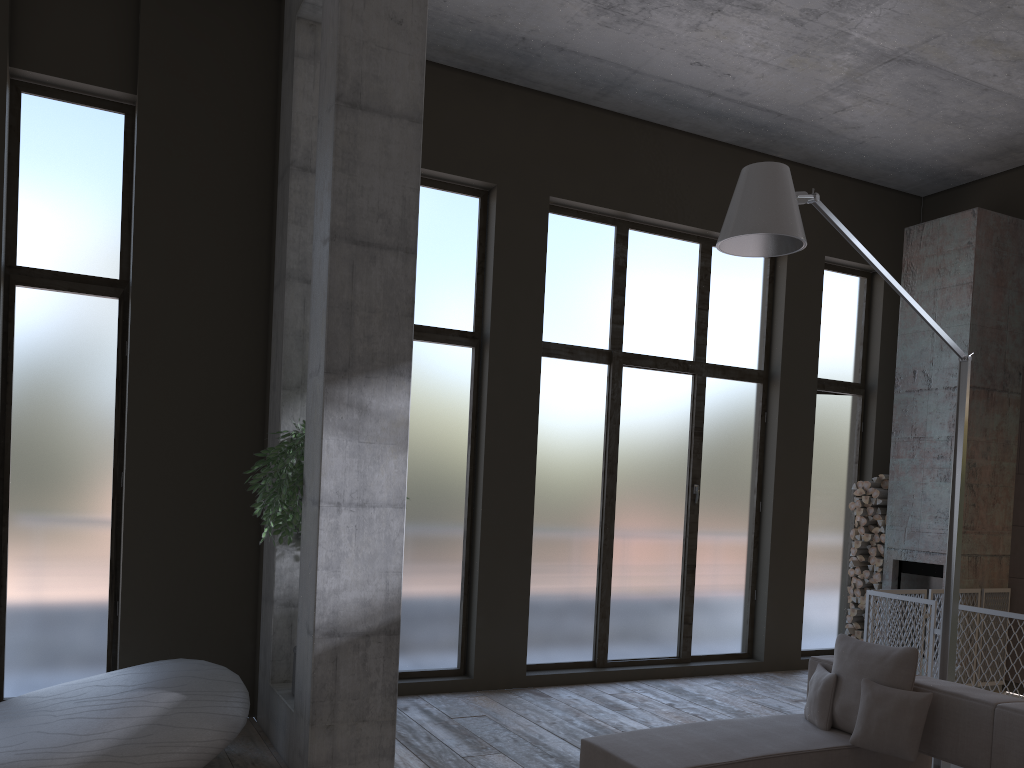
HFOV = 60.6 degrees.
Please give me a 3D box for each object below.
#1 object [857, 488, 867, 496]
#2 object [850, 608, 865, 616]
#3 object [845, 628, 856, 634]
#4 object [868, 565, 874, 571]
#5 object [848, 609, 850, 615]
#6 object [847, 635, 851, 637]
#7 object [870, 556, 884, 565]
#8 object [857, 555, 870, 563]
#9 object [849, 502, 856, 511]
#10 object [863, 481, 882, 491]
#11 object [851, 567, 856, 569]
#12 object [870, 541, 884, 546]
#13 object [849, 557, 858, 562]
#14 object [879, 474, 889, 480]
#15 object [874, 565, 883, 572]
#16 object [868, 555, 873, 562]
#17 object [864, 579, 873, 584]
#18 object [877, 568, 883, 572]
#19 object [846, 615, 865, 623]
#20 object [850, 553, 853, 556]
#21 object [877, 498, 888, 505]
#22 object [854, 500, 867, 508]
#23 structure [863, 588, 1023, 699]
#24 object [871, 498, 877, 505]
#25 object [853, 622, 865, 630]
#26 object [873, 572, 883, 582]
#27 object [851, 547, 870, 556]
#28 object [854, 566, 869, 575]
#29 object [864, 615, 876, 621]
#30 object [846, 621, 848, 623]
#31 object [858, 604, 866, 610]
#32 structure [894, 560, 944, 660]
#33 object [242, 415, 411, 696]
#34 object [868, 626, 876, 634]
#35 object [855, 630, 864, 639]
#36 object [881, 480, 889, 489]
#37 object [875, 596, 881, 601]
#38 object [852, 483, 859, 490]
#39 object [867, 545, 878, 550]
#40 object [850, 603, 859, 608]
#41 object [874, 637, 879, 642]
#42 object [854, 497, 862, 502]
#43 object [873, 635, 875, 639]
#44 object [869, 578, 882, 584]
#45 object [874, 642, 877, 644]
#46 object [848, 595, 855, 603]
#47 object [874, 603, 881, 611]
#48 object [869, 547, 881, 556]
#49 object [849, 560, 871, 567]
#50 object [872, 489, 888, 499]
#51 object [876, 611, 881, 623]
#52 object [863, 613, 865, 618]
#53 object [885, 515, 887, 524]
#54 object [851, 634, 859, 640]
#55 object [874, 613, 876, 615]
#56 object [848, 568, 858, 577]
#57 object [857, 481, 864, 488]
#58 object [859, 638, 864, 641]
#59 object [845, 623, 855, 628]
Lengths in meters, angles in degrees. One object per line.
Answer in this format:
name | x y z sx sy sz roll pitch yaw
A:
object | 3.827 1.146 9.231 0.437 0.080 0.113 6 -5 -27
object | 3.780 2.411 9.269 0.481 0.084 0.093 6 -4 -27
object | 3.711 2.619 9.297 0.424 0.073 0.071 6 -3 -25
object | 3.896 1.925 9.165 0.424 0.067 0.067 6 -3 -25
object | 3.748 2.428 9.338 0.424 0.067 0.067 6 -4 -27
object | 3.761 2.735 9.418 0.438 0.092 0.091 6 -3 -25
object | 3.922 1.842 9.132 0.438 0.093 0.092 6 -3 -25
object | 3.857 1.855 9.299 0.436 0.079 0.115 6 -5 -25
object | 3.778 1.308 9.340 0.439 0.092 0.091 6 -4 -27
object | 3.811 1.071 9.167 0.293 0.103 0.104 6 -3 -27
object | 3.793 1.948 9.365 0.426 0.085 0.066 6 -2 -24
object | 3.879 1.666 9.132 0.333 0.057 0.089 6 -5 -25
object | 3.779 1.875 9.371 0.365 0.068 0.122 6 -6 -27
object | 3.958 0.975 9.110 0.333 0.056 0.087 6 -5 -27
object | 3.932 1.916 9.093 0.424 0.067 0.067 6 -3 -25
object | 3.912 1.836 9.213 0.364 0.087 0.101 6 -4 -25
object | 3.852 2.067 9.220 0.360 0.074 0.064 6 -3 -28
object | 3.857 1.907 9.000 0.251 0.048 0.063 6 -5 -27
object | 3.769 2.500 9.346 0.456 0.089 0.091 6 -3 -24
object | 3.802 1.810 9.389 0.424 0.071 0.067 6 -3 -25
object | 3.939 1.221 9.047 0.424 0.068 0.066 6 -4 -27
object | 3.814 1.275 9.259 0.457 0.089 0.091 6 -4 -27
structure | 4.903 2.170 6.097 1.933 0.931 4.436 5 -7 -26
object | 3.904 1.228 9.119 0.424 0.066 0.067 6 -4 -27
object | 3.822 2.572 9.324 0.436 0.079 0.115 6 -5 -25
object | 3.851 1.983 9.010 0.293 0.103 0.101 6 -3 -27
object | 3.803 1.784 9.322 0.456 0.089 0.091 6 -3 -24
object | 3.839 1.983 9.317 0.457 0.089 0.091 6 -3 -25
object | 3.816 2.454 9.140 0.295 0.107 0.098 6 -3 -27
object | 3.768 2.527 9.414 0.424 0.071 0.067 6 -3 -25
object | 3.835 2.335 9.218 0.437 0.079 0.115 6 -5 -27
structure | 4.030 2.209 8.604 0.056 0.927 0.574 2 0 -26
object | -1.260 1.066 5.596 0.997 1.864 0.971 3 0 30
object | 3.888 2.558 9.156 0.438 0.093 0.092 6 -3 -25
object | 3.827 2.637 9.256 0.481 0.084 0.093 6 -4 -25
object | 3.983 1.055 9.124 0.295 0.108 0.099 5 -3 -25
object | 3.954 2.222 9.079 0.437 0.079 0.115 6 -5 -27
object | 3.792 1.098 9.329 0.424 0.069 0.067 6 -4 -27
object | 3.873 1.712 9.199 0.360 0.074 0.064 6 -3 -25
object | 3.787 2.404 9.430 0.365 0.118 0.070 6 -2 -26
object | 3.823 2.623 9.024 0.251 0.048 0.063 6 -5 -27
object | 3.808 1.239 9.323 0.427 0.086 0.066 6 -3 -29
object | 3.898 2.632 9.117 0.424 0.067 0.067 6 -3 -25
object | 3.894 2.045 9.126 0.365 0.068 0.122 6 -5 -25
object | 3.816 2.699 9.034 0.293 0.103 0.101 6 -3 -27
object | 3.788 2.301 9.411 0.438 0.107 0.079 6 -2 -26
object | 3.931 2.299 9.065 0.481 0.084 0.093 6 -4 -25
object | 3.850 1.738 9.116 0.295 0.107 0.098 6 -3 -27
object | 3.746 1.903 9.273 0.424 0.073 0.071 6 -3 -25
object | 3.919 1.145 9.078 0.439 0.093 0.093 6 -4 -27
object | 3.904 2.406 9.035 0.365 0.125 0.063 5 -1 -25
object | 3.839 2.428 9.223 0.360 0.074 0.064 6 -3 -25
object | 3.987 1.409 9.021 0.365 0.126 0.063 6 -1 -28
object | 3.804 2.699 9.341 0.457 0.089 0.091 6 -3 -25
object | 3.844 2.382 9.156 0.333 0.057 0.089 6 -5 -25
object | 3.795 2.019 9.394 0.438 0.092 0.091 6 -3 -25
object | 3.847 1.080 9.286 0.457 0.090 0.091 6 -4 -28
object | 3.831 2.710 9.206 0.457 0.089 0.091 6 -4 -28
object | 3.745 2.591 9.395 0.365 0.068 0.122 6 -6 -27
